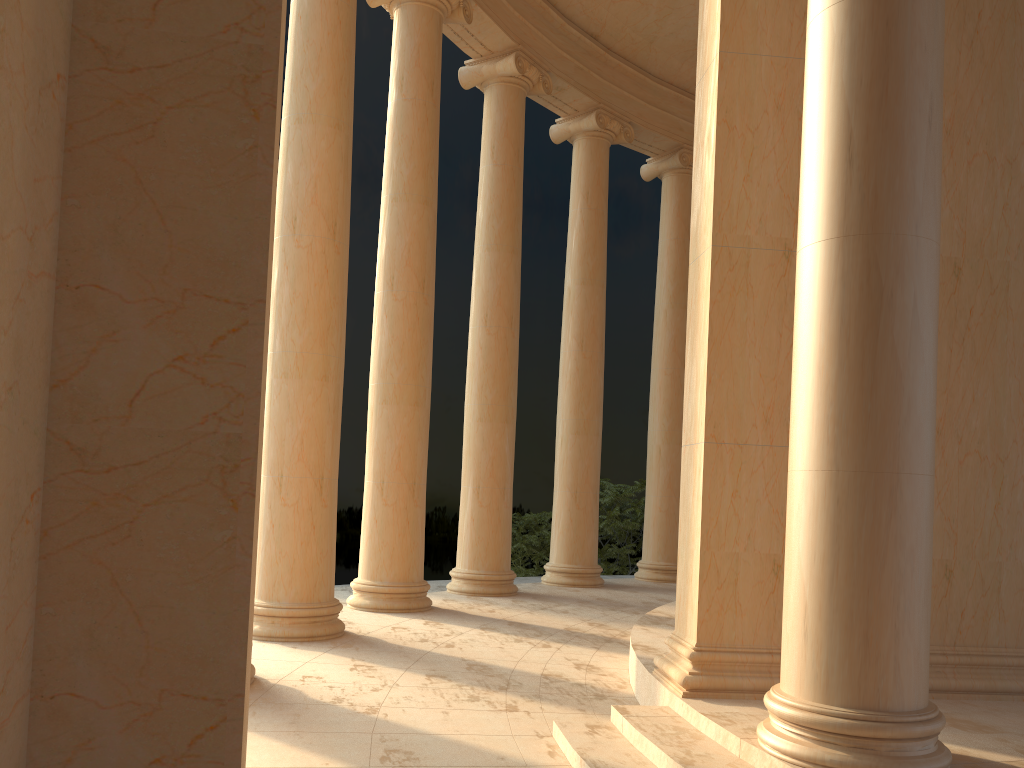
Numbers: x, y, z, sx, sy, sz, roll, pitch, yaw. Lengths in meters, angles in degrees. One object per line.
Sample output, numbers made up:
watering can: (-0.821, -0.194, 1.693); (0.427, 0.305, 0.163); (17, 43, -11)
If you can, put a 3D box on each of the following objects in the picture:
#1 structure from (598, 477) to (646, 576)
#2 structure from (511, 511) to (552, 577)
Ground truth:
structure: (203.294, 317.011, 1607.233); (247.196, 298.536, 238.531); (3, -4, -3)
structure: (15.750, 310.699, 1517.846); (149.153, 187.726, 156.353); (2, -4, 7)
